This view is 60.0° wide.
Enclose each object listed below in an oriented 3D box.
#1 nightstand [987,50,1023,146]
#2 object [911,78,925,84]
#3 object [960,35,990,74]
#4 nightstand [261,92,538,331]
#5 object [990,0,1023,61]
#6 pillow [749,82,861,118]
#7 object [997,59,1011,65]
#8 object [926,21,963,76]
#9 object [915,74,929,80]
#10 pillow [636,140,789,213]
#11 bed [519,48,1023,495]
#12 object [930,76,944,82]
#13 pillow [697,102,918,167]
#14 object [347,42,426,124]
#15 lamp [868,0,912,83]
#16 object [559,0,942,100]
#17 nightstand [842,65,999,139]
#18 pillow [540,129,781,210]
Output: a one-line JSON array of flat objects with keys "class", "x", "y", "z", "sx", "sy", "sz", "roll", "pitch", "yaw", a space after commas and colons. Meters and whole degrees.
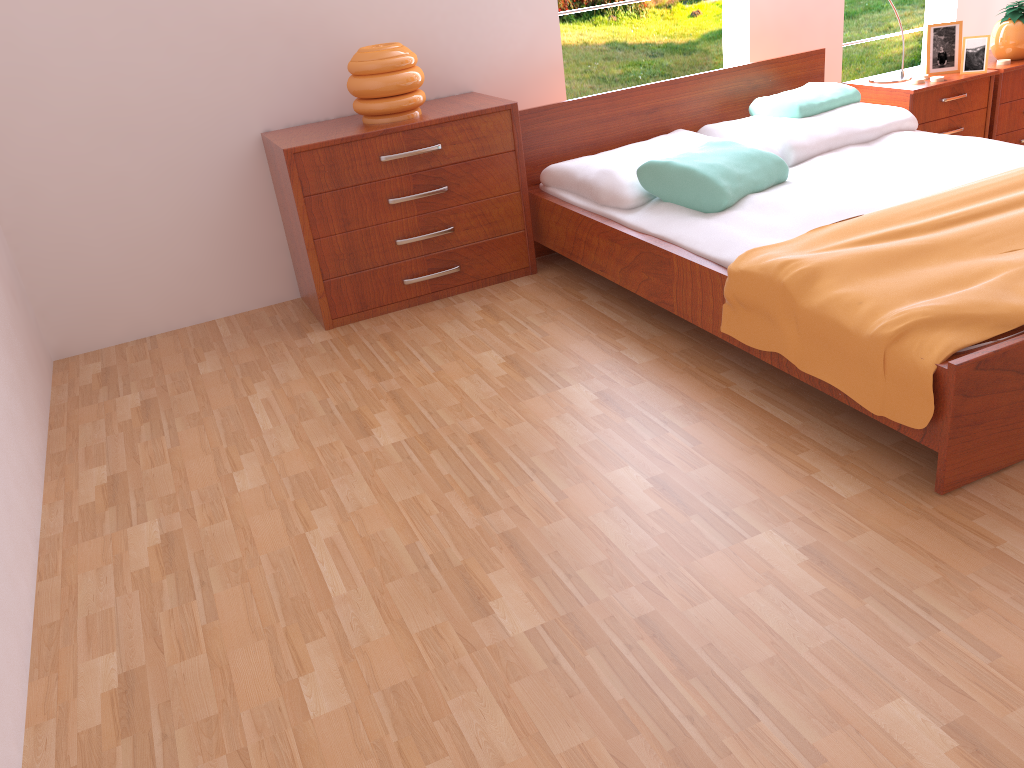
[{"class": "nightstand", "x": 2.079, "y": -1.169, "z": 3.805, "sx": 0.439, "sy": 0.442, "sz": 0.377, "roll": -17, "pitch": 28, "yaw": -19}, {"class": "object", "x": 1.582, "y": -1.180, "z": 3.453, "sx": 0.049, "sy": 0.018, "sz": 0.049, "roll": -25, "pitch": 31, "yaw": -30}, {"class": "object", "x": 1.807, "y": -1.284, "z": 3.460, "sx": 0.094, "sy": 0.137, "sz": 0.027, "roll": 3, "pitch": 28, "yaw": 22}, {"class": "nightstand", "x": -0.389, "y": -0.641, "z": 3.204, "sx": 0.815, "sy": 0.626, "sz": 0.428, "roll": -17, "pitch": 28, "yaw": -19}, {"class": "object", "x": 2.046, "y": -1.437, "z": 3.609, "sx": 0.169, "sy": 0.223, "sz": 0.170, "roll": -29, "pitch": 33, "yaw": -36}, {"class": "pillow", "x": 1.128, "y": -1.084, "z": 3.428, "sx": 0.322, "sy": 0.116, "sz": 0.276, "roll": -19, "pitch": 28, "yaw": -21}, {"class": "object", "x": 1.985, "y": -1.299, "z": 3.581, "sx": 0.049, "sy": 0.018, "sz": 0.049, "roll": -25, "pitch": 31, "yaw": -30}, {"class": "object", "x": 1.716, "y": -1.332, "z": 3.521, "sx": 0.131, "sy": 0.191, "sz": 0.037, "roll": -4, "pitch": 27, "yaw": 8}, {"class": "object", "x": 1.621, "y": -1.213, "z": 3.509, "sx": 0.049, "sy": 0.018, "sz": 0.049, "roll": -25, "pitch": 31, "yaw": -30}, {"class": "pillow", "x": 0.646, "y": -0.674, "z": 2.845, "sx": 0.334, "sy": 0.164, "sz": 0.425, "roll": 16, "pitch": 35, "yaw": 40}, {"class": "bed", "x": 1.145, "y": -0.603, "z": 2.760, "sx": 1.632, "sy": 0.560, "sz": 1.990, "roll": -17, "pitch": 28, "yaw": -19}, {"class": "object", "x": 1.647, "y": -1.180, "z": 3.437, "sx": 0.049, "sy": 0.018, "sz": 0.049, "roll": -25, "pitch": 31, "yaw": -30}, {"class": "pillow", "x": 1.117, "y": -0.963, "z": 3.388, "sx": 0.630, "sy": 0.182, "sz": 0.574, "roll": -18, "pitch": 28, "yaw": -20}, {"class": "object", "x": -0.428, "y": -1.025, "z": 3.018, "sx": 0.264, "sy": 0.244, "sz": 0.264, "roll": -10, "pitch": 26, "yaw": -4}, {"class": "lamp", "x": 1.433, "y": -1.387, "z": 3.449, "sx": 0.337, "sy": 0.421, "sz": 0.163, "roll": -24, "pitch": 30, "yaw": -29}, {"class": "object", "x": 1.059, "y": -2.245, "z": 3.581, "sx": 2.205, "sy": 1.815, "sz": 0.033, "roll": -17, "pitch": 28, "yaw": -19}, {"class": "nightstand", "x": 1.659, "y": -1.037, "z": 3.658, "sx": 0.439, "sy": 0.442, "sz": 0.377, "roll": -17, "pitch": 28, "yaw": -19}, {"class": "pillow", "x": 0.508, "y": -0.762, "z": 3.154, "sx": 0.682, "sy": 0.157, "sz": 0.574, "roll": -21, "pitch": 29, "yaw": -24}]
